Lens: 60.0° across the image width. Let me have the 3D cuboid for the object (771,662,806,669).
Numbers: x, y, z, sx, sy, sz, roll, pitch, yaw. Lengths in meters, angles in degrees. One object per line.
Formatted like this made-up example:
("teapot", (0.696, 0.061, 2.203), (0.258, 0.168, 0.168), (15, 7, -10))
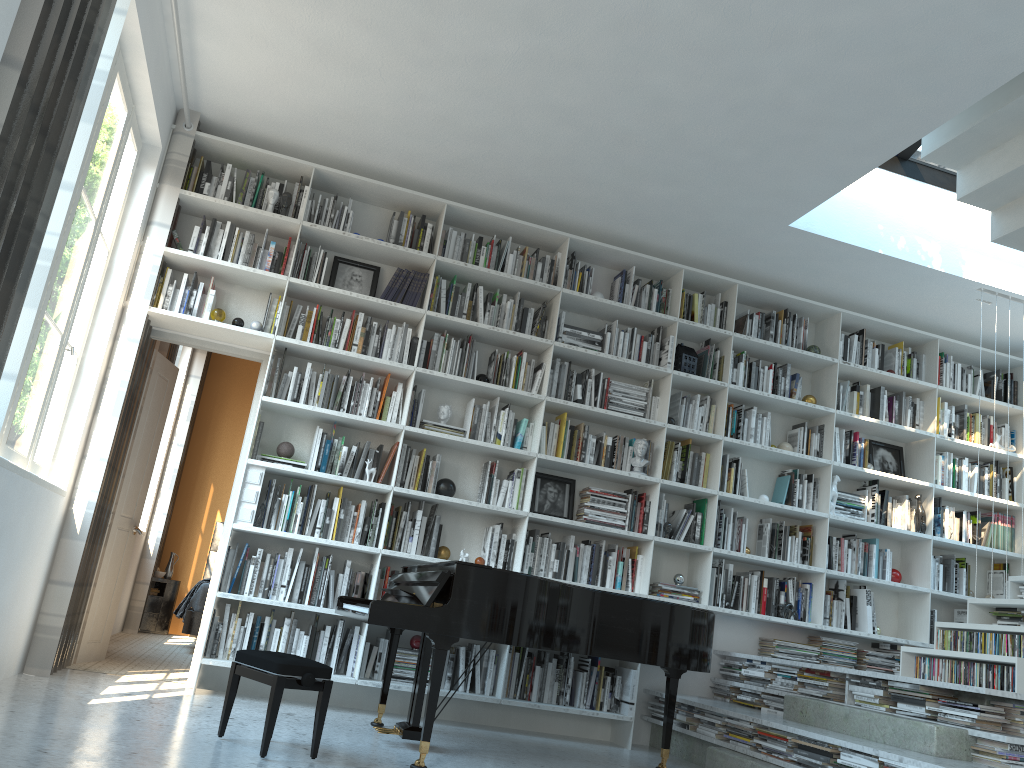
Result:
("object", (1.675, 1.660, 5.201), (0.159, 0.007, 0.285), (14, -16, -17))

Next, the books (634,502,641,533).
("books", (0.794, 0.889, 5.807), (0.021, 0.217, 0.132), (13, -15, -14))

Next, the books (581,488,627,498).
("books", (0.598, 0.716, 5.773), (0.254, 0.012, 0.161), (14, -16, -17))

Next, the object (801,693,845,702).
("object", (1.741, 1.734, 4.898), (0.145, 0.010, 0.267), (14, -16, -18))

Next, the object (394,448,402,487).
("object", (-0.715, 0.522, 5.434), (0.012, 0.269, 0.130), (13, -15, -14))

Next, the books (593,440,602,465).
("books", (0.527, 0.474, 5.813), (0.050, 0.198, 0.146), (13, -15, -14))

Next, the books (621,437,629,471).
("books", (0.724, 0.488, 5.864), (0.024, 0.258, 0.127), (13, -15, -14))

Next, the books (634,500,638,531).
("books", (0.779, 0.878, 5.806), (0.013, 0.232, 0.134), (13, -15, -14))

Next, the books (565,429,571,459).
("books", (0.331, 0.415, 5.767), (0.024, 0.228, 0.148), (13, -15, -14))

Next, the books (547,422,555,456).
("books", (0.225, 0.381, 5.742), (0.026, 0.247, 0.139), (13, -15, -14))

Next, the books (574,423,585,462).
("books", (0.419, 0.404, 5.781), (0.013, 0.283, 0.177), (13, -15, -14))

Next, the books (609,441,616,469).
("books", (0.620, 0.488, 5.814), (0.029, 0.200, 0.178), (13, -15, -14))

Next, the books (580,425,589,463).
("books", (0.441, 0.413, 5.771), (0.028, 0.267, 0.190), (13, -15, -14))

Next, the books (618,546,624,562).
("books", (0.673, 1.192, 5.712), (0.010, 0.283, 0.132), (13, -15, -14))

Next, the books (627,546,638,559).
("books", (0.762, 1.201, 5.727), (0.011, 0.299, 0.149), (13, -15, -14))

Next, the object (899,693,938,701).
("object", (1.972, 1.496, 4.225), (0.142, 0.006, 0.204), (13, -16, -16))

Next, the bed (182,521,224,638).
("bed", (-2.024, 1.955, 8.298), (1.771, 1.176, 2.179), (13, -15, -14))

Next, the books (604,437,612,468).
("books", (0.595, 0.470, 5.808), (0.029, 0.223, 0.186), (13, -15, -14))

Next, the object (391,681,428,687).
("object", (-0.600, 1.749, 5.189), (0.254, 0.007, 0.161), (12, -15, -11))

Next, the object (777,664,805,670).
("object", (1.688, 1.669, 5.203), (0.144, 0.005, 0.257), (13, -16, -14))

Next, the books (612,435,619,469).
("books", (0.646, 0.469, 5.815), (0.012, 0.244, 0.186), (13, -15, -14))

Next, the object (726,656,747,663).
("object", (1.519, 1.799, 5.760), (0.131, 0.024, 0.291), (12, -15, -12))

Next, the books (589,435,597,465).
("books", (0.493, 0.455, 5.794), (0.030, 0.214, 0.169), (13, -15, -14))

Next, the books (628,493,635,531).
("books", (0.742, 0.851, 5.782), (0.011, 0.260, 0.184), (13, -15, -14))

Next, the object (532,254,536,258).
("object", (0.118, -0.733, 5.940), (0.010, 0.246, 0.157), (13, -15, -14))

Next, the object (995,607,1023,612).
("object", (3.024, 1.360, 5.307), (0.161, 0.025, 0.175), (12, -15, -10))

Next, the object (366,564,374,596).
("object", (-0.860, 1.212, 5.252), (0.017, 0.289, 0.089), (13, -15, -14))

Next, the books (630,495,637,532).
("books", (0.760, 0.861, 5.798), (0.013, 0.255, 0.163), (13, -15, -14))

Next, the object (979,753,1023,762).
("object", (2.093, 1.574, 3.726), (0.204, 0.004, 0.140), (12, -15, -11))

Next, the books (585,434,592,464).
("books", (0.468, 0.448, 5.786), (0.024, 0.216, 0.175), (13, -15, -14))

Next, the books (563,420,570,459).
("books", (0.326, 0.382, 5.748), (0.010, 0.280, 0.171), (13, -15, -14))

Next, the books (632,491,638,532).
("books", (0.774, 0.848, 5.804), (0.011, 0.287, 0.152), (13, -15, -14))

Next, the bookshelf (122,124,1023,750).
("bookshelf", (0.695, 0.681, 5.746), (6.301, 3.133, 0.331), (13, -15, -14))

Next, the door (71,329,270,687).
("door", (-2.149, 0.759, 5.520), (0.834, 1.975, 0.788), (13, -15, -14))

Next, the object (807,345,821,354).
("object", (2.155, -0.226, 6.348), (0.104, 0.105, 0.104), (-1, -18, 33))

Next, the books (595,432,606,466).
("books", (0.564, 0.450, 5.819), (0.014, 0.258, 0.162), (13, -15, -14))

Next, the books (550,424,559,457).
("books", (0.253, 0.390, 5.742), (0.029, 0.239, 0.156), (13, -15, -14))

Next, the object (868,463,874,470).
("object", (2.543, 0.609, 6.353), (0.091, 0.092, 0.092), (-1, -18, 33))

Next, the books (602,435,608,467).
("books", (0.575, 0.464, 5.815), (0.010, 0.233, 0.175), (13, -15, -14))

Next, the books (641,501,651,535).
("books", (0.839, 0.885, 5.792), (0.034, 0.228, 0.200), (13, -15, -14))

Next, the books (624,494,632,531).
("books", (0.730, 0.853, 5.781), (0.012, 0.253, 0.161), (13, -15, -14))

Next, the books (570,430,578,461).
("books", (0.379, 0.422, 5.765), (0.012, 0.227, 0.170), (13, -15, -14))

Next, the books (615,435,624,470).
("books", (0.683, 0.476, 5.844), (0.025, 0.258, 0.151), (13, -15, -14))

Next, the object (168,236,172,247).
("object", (-2.042, -0.889, 5.300), (0.035, 0.294, 0.176), (13, -15, -14))

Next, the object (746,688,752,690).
("object", (1.537, 1.885, 5.451), (0.130, 0.007, 0.215), (14, -16, -18))

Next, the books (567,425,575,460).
("books", (0.356, 0.407, 5.783), (0.028, 0.258, 0.135), (13, -15, -14))

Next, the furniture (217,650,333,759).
("furniture", (-0.923, 1.234, 3.462), (0.240, 0.352, 0.467), (21, -19, -38))

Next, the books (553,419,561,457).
("books", (0.271, 0.376, 5.764), (0.010, 0.283, 0.137), (13, -15, -14))

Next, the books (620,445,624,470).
("books", (0.696, 0.509, 5.858), (0.022, 0.206, 0.114), (13, -15, -14))

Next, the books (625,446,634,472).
("books", (0.748, 0.521, 5.862), (0.035, 0.201, 0.149), (13, -15, -14))

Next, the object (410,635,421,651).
("object", (-0.558, 1.520, 5.212), (0.086, 0.087, 0.086), (20, -18, -35))

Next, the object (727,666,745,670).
("object", (1.507, 1.848, 5.746), (0.135, 0.011, 0.222), (12, -15, -10))

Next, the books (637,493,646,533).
("books", (0.819, 0.859, 5.802), (0.011, 0.279, 0.186), (13, -15, -14))

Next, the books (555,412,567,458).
("books", (0.298, 0.353, 5.730), (0.014, 0.316, 0.188), (13, -15, -14))

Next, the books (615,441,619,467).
("books", (0.652, 0.488, 5.852), (0.025, 0.229, 0.143), (13, -15, -14))

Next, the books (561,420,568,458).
("books", (0.307, 0.380, 5.727), (0.015, 0.266, 0.189), (13, -15, -14))

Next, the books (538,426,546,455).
("books", (0.178, 0.384, 5.705), (0.053, 0.208, 0.156), (13, -15, -14))

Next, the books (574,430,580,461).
("books", (0.395, 0.424, 5.777), (0.025, 0.235, 0.137), (13, -15, -14))

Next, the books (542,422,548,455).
("books", (0.195, 0.375, 5.724), (0.042, 0.241, 0.162), (13, -15, -14))

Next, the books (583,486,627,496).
("books", (0.600, 0.704, 5.774), (0.254, 0.012, 0.161), (12, -15, -10))
